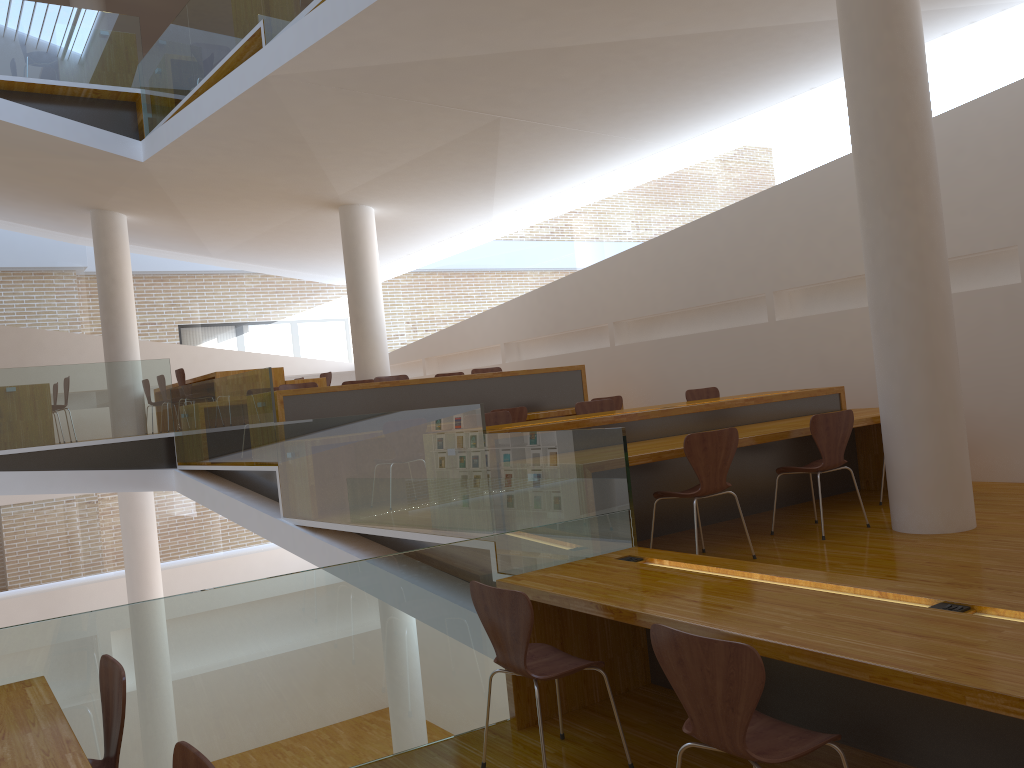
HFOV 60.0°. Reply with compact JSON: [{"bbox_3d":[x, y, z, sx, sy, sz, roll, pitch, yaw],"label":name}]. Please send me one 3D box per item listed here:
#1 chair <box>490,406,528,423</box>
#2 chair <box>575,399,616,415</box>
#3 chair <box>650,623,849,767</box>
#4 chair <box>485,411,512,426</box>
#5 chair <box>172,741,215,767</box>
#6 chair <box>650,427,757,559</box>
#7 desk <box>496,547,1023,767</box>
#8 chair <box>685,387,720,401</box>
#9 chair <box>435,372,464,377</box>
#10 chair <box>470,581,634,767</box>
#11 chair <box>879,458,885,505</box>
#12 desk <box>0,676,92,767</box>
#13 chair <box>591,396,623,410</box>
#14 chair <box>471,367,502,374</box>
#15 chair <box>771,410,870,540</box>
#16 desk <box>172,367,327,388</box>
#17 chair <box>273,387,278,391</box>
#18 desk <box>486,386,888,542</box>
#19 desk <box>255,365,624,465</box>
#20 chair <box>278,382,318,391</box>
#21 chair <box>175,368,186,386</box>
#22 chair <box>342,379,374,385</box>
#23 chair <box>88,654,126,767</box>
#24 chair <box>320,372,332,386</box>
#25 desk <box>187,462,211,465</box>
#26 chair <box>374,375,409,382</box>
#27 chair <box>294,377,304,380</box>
[{"bbox_3d":[-0.088,0.561,7.709,0.428,0.693,0.381,-5,-1,-34],"label":"chair"},{"bbox_3d":[0.759,0.460,6.665,0.428,0.693,0.381,-5,-1,-34],"label":"chair"},{"bbox_3d":[0.656,0.968,2.361,0.381,0.693,0.428,-5,-1,-34],"label":"chair"},{"bbox_3d":[-0.047,0.536,6.128,0.428,0.693,0.381,-5,-1,-34],"label":"chair"},{"bbox_3d":[-0.719,1.100,1.642,0.381,0.693,0.428,-5,-1,-34],"label":"chair"},{"bbox_3d":[0.955,0.591,4.633,0.428,0.693,0.381,-5,-1,-34],"label":"chair"},{"bbox_3d":[1.153,0.967,2.497,0.760,0.606,3.185,-5,-1,-34],"label":"desk"},{"bbox_3d":[1.708,0.369,7.252,0.428,0.693,0.381,-5,-1,-34],"label":"chair"},{"bbox_3d":[-0.758,0.231,10.085,0.428,0.693,0.381,-5,-1,-34],"label":"chair"},{"bbox_3d":[0.122,1.031,3.170,0.381,0.693,0.428,-5,-1,-34],"label":"chair"},{"bbox_3d":[2.668,0.429,5.821,0.428,0.693,0.381,-5,-1,-34],"label":"chair"},{"bbox_3d":[-1.132,1.343,1.189,1.285,0.918,3.236,-5,-1,-34],"label":"desk"},{"bbox_3d":[0.819,0.475,8.360,0.428,0.693,0.381,-5,-1,-34],"label":"chair"},{"bbox_3d":[-0.148,0.160,9.337,0.428,0.693,0.381,-5,-1,-34],"label":"chair"},{"bbox_3d":[1.761,0.514,5.170,0.428,0.693,0.381,-5,-1,-34],"label":"chair"},{"bbox_3d":[-3.534,0.300,11.291,1.247,0.762,3.194,-5,-1,-34],"label":"desk"},{"bbox_3d":[-2.471,0.393,8.897,0.428,0.693,0.381,-5,-1,-34],"label":"chair"},{"bbox_3d":[1.255,0.528,5.824,3.243,0.785,1.527,-5,-1,-34],"label":"desk"},{"bbox_3d":[-0.596,0.445,8.175,3.216,1.022,1.248,-5,-1,-34],"label":"desk"},{"bbox_3d":[-1.892,0.326,8.220,0.428,0.693,0.381,-5,-1,-34],"label":"chair"},{"bbox_3d":[-3.525,0.166,9.944,0.381,0.693,0.428,-5,-1,-34],"label":"chair"},{"bbox_3d":[-1.665,0.316,9.434,0.428,0.693,0.381,-5,-1,-34],"label":"chair"},{"bbox_3d":[-1.253,1.164,2.451,0.381,0.693,0.428,-5,-1,-34],"label":"chair"},{"bbox_3d":[-2.451,0.213,11.072,0.381,0.693,0.428,-5,-1,-34],"label":"chair"},{"bbox_3d":[-1.805,0.377,9.821,3.356,0.606,0.760,-5,-1,-34],"label":"desk"},{"bbox_3d":[-1.087,0.250,8.758,0.428,0.693,0.381,-5,-1,-34],"label":"chair"},{"bbox_3d":[-2.984,0.276,11.881,0.381,0.693,0.428,-5,-1,-34],"label":"chair"}]
